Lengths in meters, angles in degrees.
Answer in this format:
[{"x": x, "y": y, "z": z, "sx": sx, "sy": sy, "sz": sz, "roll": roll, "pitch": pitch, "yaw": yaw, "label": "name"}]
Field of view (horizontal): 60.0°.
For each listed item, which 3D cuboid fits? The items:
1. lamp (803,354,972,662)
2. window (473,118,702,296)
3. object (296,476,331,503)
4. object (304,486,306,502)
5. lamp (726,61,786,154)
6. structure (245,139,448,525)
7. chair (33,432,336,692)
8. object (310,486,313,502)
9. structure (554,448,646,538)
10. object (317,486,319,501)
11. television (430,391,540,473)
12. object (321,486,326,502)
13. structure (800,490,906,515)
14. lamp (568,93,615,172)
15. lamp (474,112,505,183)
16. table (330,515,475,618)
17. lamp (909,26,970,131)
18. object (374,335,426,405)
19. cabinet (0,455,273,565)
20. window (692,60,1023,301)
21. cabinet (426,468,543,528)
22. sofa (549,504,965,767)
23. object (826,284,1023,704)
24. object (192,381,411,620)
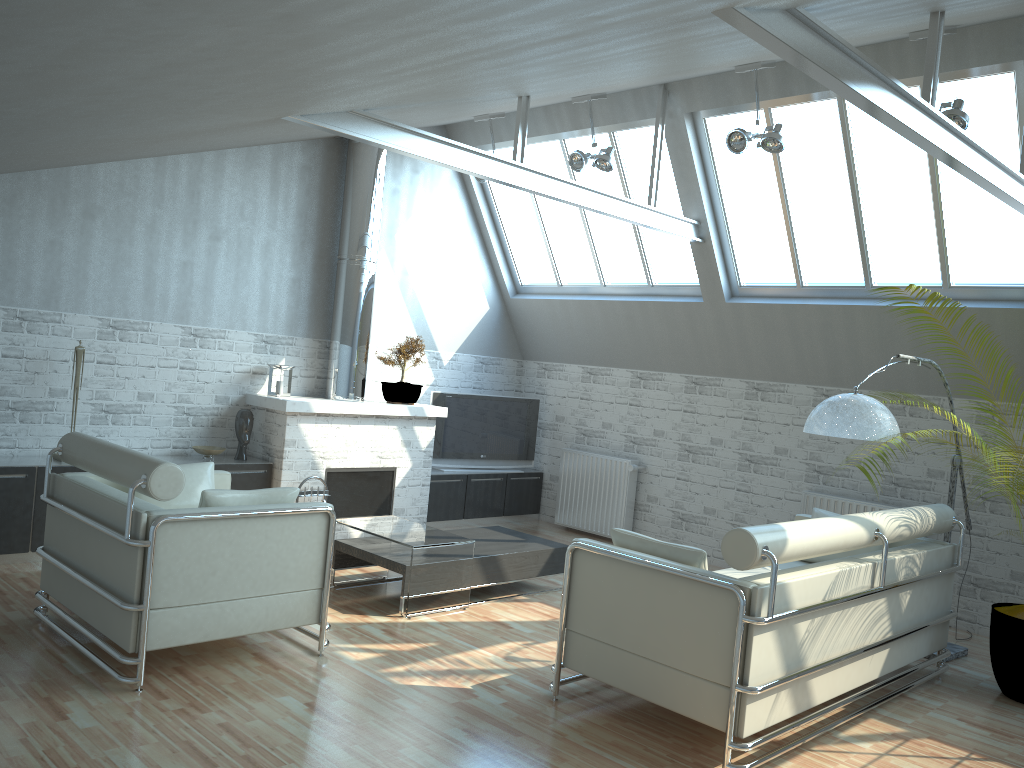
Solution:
[{"x": 5.070, "y": 1.550, "z": 10.992, "sx": 4.621, "sy": 3.709, "sz": 1.015, "roll": 5, "pitch": 1, "yaw": -39, "label": "lamp"}, {"x": 1.344, "y": -3.123, "z": 16.253, "sx": 4.651, "sy": 2.787, "sz": 1.897, "roll": 7, "pitch": 2, "yaw": 45, "label": "window"}, {"x": -3.171, "y": 2.006, "z": 13.966, "sx": 0.412, "sy": 1.124, "sz": 0.584, "roll": 7, "pitch": 2, "yaw": 45, "label": "object"}, {"x": -3.208, "y": 2.053, "z": 13.727, "sx": 0.146, "sy": 0.916, "sz": 0.131, "roll": 7, "pitch": 2, "yaw": 45, "label": "object"}, {"x": 3.201, "y": -3.655, "z": 11.673, "sx": 0.618, "sy": 1.172, "sz": 0.808, "roll": 4, "pitch": 2, "yaw": -41, "label": "lamp"}, {"x": -2.644, "y": -1.006, "z": 15.224, "sx": 1.309, "sy": 7.180, "sz": 3.302, "roll": 7, "pitch": 2, "yaw": 45, "label": "structure"}, {"x": -3.398, "y": 1.640, "z": 9.260, "sx": 2.507, "sy": 2.001, "sz": 2.201, "roll": 7, "pitch": 2, "yaw": 45, "label": "chair"}, {"x": -3.112, "y": 2.068, "z": 13.832, "sx": 0.145, "sy": 0.932, "sz": 0.065, "roll": 6, "pitch": 1, "yaw": 26, "label": "object"}, {"x": 1.680, "y": 2.126, "z": 17.194, "sx": 1.892, "sy": 1.524, "sz": 0.508, "roll": 7, "pitch": 2, "yaw": 45, "label": "structure"}, {"x": -3.080, "y": 2.030, "z": 13.940, "sx": 0.025, "sy": 0.855, "sz": 0.025, "roll": 5, "pitch": 1, "yaw": -23, "label": "object"}, {"x": -0.608, "y": 0.963, "z": 17.643, "sx": 2.577, "sy": 1.514, "sz": 0.592, "roll": 5, "pitch": 1, "yaw": -35, "label": "television"}, {"x": -3.001, "y": 2.045, "z": 14.021, "sx": 0.026, "sy": 0.873, "sz": 0.155, "roll": 4, "pitch": 2, "yaw": -44, "label": "object"}, {"x": 5.312, "y": 2.546, "z": 13.587, "sx": 1.892, "sy": 1.524, "sz": 0.508, "roll": 7, "pitch": 2, "yaw": 45, "label": "structure"}, {"x": 1.202, "y": -3.886, "z": 13.658, "sx": 0.619, "sy": 1.172, "sz": 0.808, "roll": 4, "pitch": 2, "yaw": -41, "label": "lamp"}, {"x": -0.361, "y": -4.066, "z": 15.210, "sx": 0.619, "sy": 1.172, "sz": 0.808, "roll": 4, "pitch": 2, "yaw": -41, "label": "lamp"}, {"x": -1.472, "y": 2.327, "z": 11.557, "sx": 1.726, "sy": 0.867, "sz": 1.015, "roll": 7, "pitch": 2, "yaw": 45, "label": "table"}, {"x": 4.777, "y": -3.472, "z": 10.107, "sx": 0.619, "sy": 1.172, "sz": 0.808, "roll": 4, "pitch": 2, "yaw": -41, "label": "lamp"}, {"x": -2.002, "y": -0.283, "z": 15.722, "sx": 1.115, "sy": 1.265, "sz": 0.572, "roll": 4, "pitch": 2, "yaw": -42, "label": "object"}, {"x": -5.734, "y": 1.716, "z": 12.644, "sx": 0.914, "sy": 1.270, "sz": 4.572, "roll": 7, "pitch": 2, "yaw": 45, "label": "cabinet"}, {"x": 4.936, "y": -2.708, "z": 12.686, "sx": 4.651, "sy": 2.787, "sz": 1.897, "roll": 7, "pitch": 2, "yaw": 45, "label": "window"}, {"x": -0.837, "y": 2.213, "z": 17.649, "sx": 0.908, "sy": 1.016, "sz": 3.234, "roll": 7, "pitch": 2, "yaw": 45, "label": "cabinet"}, {"x": 2.858, "y": 2.236, "z": 9.511, "sx": 2.199, "sy": 1.999, "sz": 4.866, "roll": 7, "pitch": 2, "yaw": 45, "label": "sofa"}, {"x": 5.210, "y": 1.253, "z": 9.960, "sx": 3.777, "sy": 4.386, "sz": 5.015, "roll": 6, "pitch": 1, "yaw": 20, "label": "object"}, {"x": -2.723, "y": 1.362, "z": 12.418, "sx": 4.859, "sy": 2.558, "sz": 1.528, "roll": 7, "pitch": 2, "yaw": 44, "label": "object"}]
